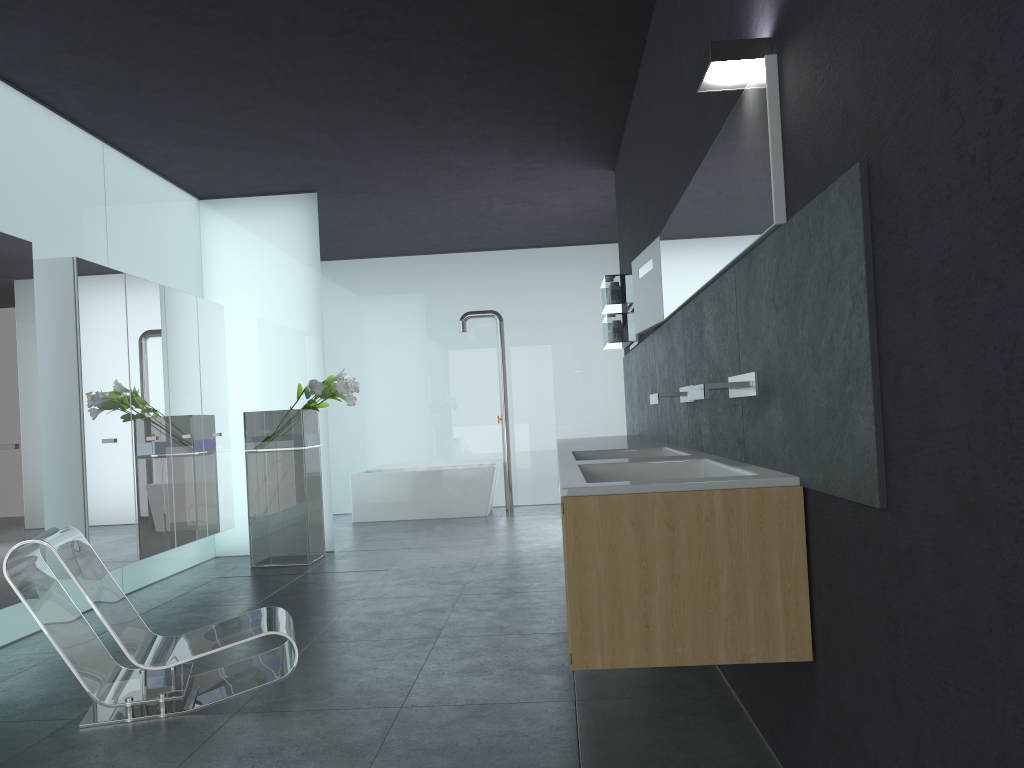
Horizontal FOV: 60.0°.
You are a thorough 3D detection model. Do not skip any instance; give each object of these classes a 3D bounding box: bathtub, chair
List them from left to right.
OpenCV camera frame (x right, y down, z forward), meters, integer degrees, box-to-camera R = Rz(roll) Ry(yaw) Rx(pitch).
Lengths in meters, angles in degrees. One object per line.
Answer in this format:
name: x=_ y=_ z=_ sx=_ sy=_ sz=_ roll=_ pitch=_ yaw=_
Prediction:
chair: x=-1.737 y=1.130 z=4.426 sx=1.261 sy=0.870 sz=0.629 roll=-3 pitch=-1 yaw=-16
bathtub: x=-1.168 y=1.407 z=12.361 sx=1.977 sy=0.858 sz=0.961 roll=-3 pitch=-2 yaw=3

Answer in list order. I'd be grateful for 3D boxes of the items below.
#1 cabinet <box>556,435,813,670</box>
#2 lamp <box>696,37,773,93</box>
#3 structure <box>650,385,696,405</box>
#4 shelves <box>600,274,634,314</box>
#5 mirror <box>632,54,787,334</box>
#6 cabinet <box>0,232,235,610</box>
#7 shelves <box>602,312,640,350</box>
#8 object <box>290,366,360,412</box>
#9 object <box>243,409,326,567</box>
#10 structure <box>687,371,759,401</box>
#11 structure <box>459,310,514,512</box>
cabinet: x=0.661 y=0.675 z=5.485 sx=0.734 sy=0.556 sz=5.585 roll=-3 pitch=-2 yaw=3
lamp: x=0.733 y=-1.057 z=2.950 sx=0.198 sy=0.066 sz=0.277 roll=-3 pitch=-2 yaw=3
structure: x=0.865 y=0.061 z=4.825 sx=0.186 sy=0.088 sz=0.482 roll=-3 pitch=-2 yaw=3
shelves: x=0.945 y=-0.793 z=7.899 sx=0.265 sy=0.285 sz=0.770 roll=-3 pitch=-2 yaw=3
mirror: x=0.898 y=-0.697 z=4.614 sx=0.109 sy=0.532 sz=3.724 roll=-3 pitch=-2 yaw=1
cabinet: x=-3.158 y=0.228 z=5.852 sx=0.398 sy=2.214 sz=6.007 roll=-3 pitch=-2 yaw=3
shelves: x=0.962 y=-0.466 z=7.894 sx=0.265 sy=0.285 sz=0.770 roll=-3 pitch=-2 yaw=3
object: x=-2.012 y=0.221 z=8.621 sx=1.024 sy=0.779 sz=0.975 roll=-3 pitch=-2 yaw=-5
object: x=-2.241 y=1.008 z=8.773 sx=0.585 sy=1.490 sz=0.575 roll=-3 pitch=-1 yaw=3
structure: x=0.797 y=0.012 z=3.408 sx=0.186 sy=0.088 sz=0.482 roll=-3 pitch=-2 yaw=3
structure: x=-0.361 y=0.410 z=12.333 sx=0.643 sy=2.871 sz=0.123 roll=-3 pitch=-1 yaw=2
